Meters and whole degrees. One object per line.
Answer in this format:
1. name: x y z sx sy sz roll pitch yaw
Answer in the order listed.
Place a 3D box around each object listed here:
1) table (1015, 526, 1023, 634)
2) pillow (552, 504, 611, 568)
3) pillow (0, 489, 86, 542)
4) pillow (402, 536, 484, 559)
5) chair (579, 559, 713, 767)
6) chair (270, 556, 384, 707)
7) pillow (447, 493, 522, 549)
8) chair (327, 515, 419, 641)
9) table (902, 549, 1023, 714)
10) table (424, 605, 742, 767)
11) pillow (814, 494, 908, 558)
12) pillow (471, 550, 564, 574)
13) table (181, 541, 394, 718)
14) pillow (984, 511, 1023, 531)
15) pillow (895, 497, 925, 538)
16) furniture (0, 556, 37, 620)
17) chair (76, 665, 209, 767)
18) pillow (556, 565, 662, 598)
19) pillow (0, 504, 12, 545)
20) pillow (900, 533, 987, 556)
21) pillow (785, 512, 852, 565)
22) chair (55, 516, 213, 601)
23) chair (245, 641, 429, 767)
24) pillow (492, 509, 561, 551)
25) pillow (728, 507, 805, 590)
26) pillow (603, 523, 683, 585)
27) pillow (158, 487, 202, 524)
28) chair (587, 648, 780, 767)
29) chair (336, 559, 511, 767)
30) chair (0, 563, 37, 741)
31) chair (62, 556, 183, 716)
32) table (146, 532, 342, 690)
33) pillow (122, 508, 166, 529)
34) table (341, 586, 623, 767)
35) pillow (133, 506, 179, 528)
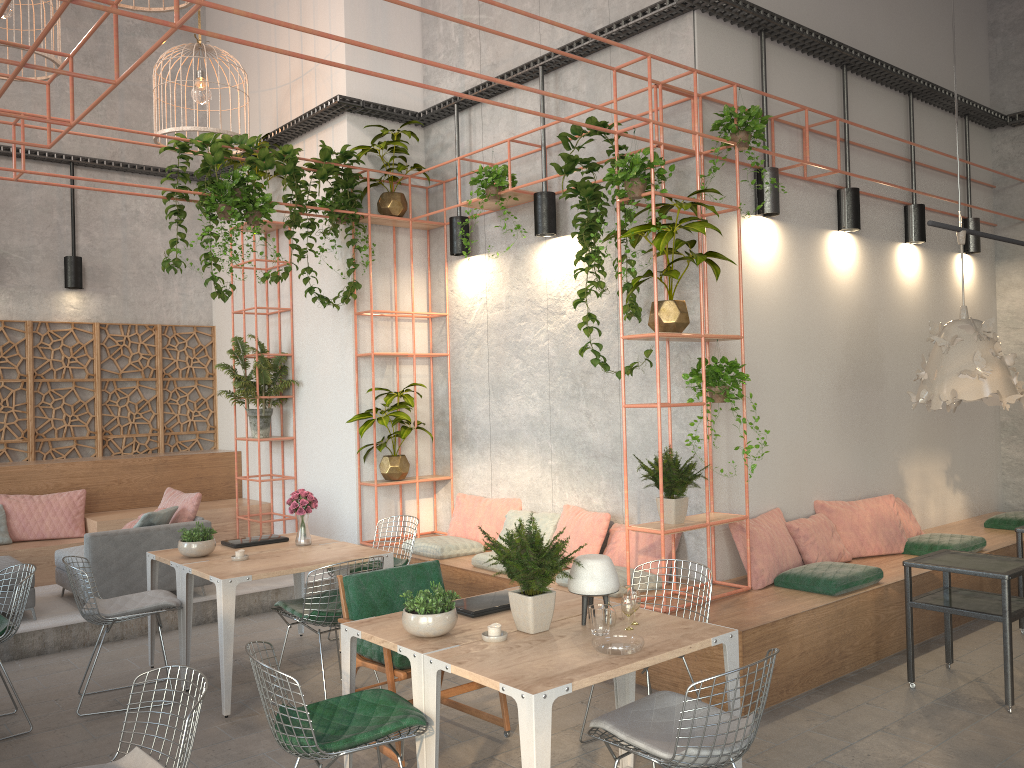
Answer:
1. table: 4.223 1.475 6.639 0.602 0.798 0.635 -1 -1 -40
2. pillow: 0.526 1.241 7.193 0.276 0.474 0.839 -1 -1 -20
3. pillow: -4.746 1.328 8.921 0.839 0.474 0.276 -1 -1 -20
4. pillow: -0.630 1.466 7.986 0.491 0.149 0.637 -1 -1 -39
5. chair: 0.728 1.471 4.777 0.717 0.941 0.565 -1 -1 -39
6. chair: -1.148 1.529 5.578 0.565 0.941 0.717 -1 -1 -44
7. pillow: -0.263 1.272 8.203 0.839 0.474 0.276 -2 -1 40
8. chair: -1.084 1.541 6.940 0.717 0.941 0.565 -1 -1 -39
9. table: 2.878 1.500 5.512 0.602 0.798 0.635 -1 -1 -40
10. table: 0.328 1.516 3.786 1.214 0.830 0.694 -1 -1 -40
11. pillow: 2.902 1.181 7.336 0.839 0.474 0.276 -1 -1 -20
12. pillow: 0.043 1.440 7.182 0.491 0.149 0.637 -1 -1 -39
13. table: -1.484 1.586 5.950 1.214 0.830 0.694 -1 -1 -40
14. pillow: 4.937 1.324 8.540 0.637 0.149 0.491 -1 -1 -39
15. pillow: 3.382 1.219 7.766 0.666 0.385 0.289 -1 -1 -45
16. furniture: -4.474 1.680 7.142 0.975 0.446 0.941 -1 -1 -40
17. chair: -1.395 1.509 2.975 0.717 0.941 0.565 -1 -1 -39
18. pillow: 0.696 1.415 6.402 0.491 0.149 0.637 -1 -1 -39
19. pillow: -5.198 1.383 8.513 0.666 0.385 0.289 -1 -1 -45
20. pillow: 3.578 1.349 7.401 0.637 0.149 0.491 -1 -1 -39
21. pillow: 2.400 1.236 6.943 0.666 0.385 0.289 -1 -1 -45
22. chair: -3.384 1.546 7.918 1.052 0.672 1.127 -1 -1 -40
23. chair: -0.690 1.496 3.578 0.717 0.941 0.565 -1 -1 -24
24. pillow: 0.134 1.304 7.696 0.289 0.385 0.666 -1 -1 -45
25. pillow: 1.892 1.200 6.547 0.276 0.474 0.839 -2 -1 40
26. pillow: 0.957 1.273 6.713 0.289 0.385 0.666 -1 -1 -45
27. pillow: -3.149 1.230 8.263 0.273 0.476 0.836 -1 -1 -40
28. chair: 0.664 1.459 3.414 0.565 0.941 0.717 -1 -1 -44
29. chair: -0.512 1.510 4.940 0.722 0.917 0.685 -1 -1 -40
30. chair: -3.180 1.579 5.184 0.717 0.941 0.565 -1 -1 -39
31. chair: -2.502 1.566 5.742 0.717 0.941 0.565 -1 -1 -24
32. table: -1.934 1.603 6.482 1.205 0.830 0.694 -1 -1 -40
33. pillow: -3.428 1.302 8.182 0.479 0.317 0.441 -2 -1 31
34. table: -0.122 1.533 4.318 1.205 0.830 0.694 -1 -1 -40
35. pillow: -3.181 1.273 7.801 0.308 0.349 0.495 -2 -1 10
